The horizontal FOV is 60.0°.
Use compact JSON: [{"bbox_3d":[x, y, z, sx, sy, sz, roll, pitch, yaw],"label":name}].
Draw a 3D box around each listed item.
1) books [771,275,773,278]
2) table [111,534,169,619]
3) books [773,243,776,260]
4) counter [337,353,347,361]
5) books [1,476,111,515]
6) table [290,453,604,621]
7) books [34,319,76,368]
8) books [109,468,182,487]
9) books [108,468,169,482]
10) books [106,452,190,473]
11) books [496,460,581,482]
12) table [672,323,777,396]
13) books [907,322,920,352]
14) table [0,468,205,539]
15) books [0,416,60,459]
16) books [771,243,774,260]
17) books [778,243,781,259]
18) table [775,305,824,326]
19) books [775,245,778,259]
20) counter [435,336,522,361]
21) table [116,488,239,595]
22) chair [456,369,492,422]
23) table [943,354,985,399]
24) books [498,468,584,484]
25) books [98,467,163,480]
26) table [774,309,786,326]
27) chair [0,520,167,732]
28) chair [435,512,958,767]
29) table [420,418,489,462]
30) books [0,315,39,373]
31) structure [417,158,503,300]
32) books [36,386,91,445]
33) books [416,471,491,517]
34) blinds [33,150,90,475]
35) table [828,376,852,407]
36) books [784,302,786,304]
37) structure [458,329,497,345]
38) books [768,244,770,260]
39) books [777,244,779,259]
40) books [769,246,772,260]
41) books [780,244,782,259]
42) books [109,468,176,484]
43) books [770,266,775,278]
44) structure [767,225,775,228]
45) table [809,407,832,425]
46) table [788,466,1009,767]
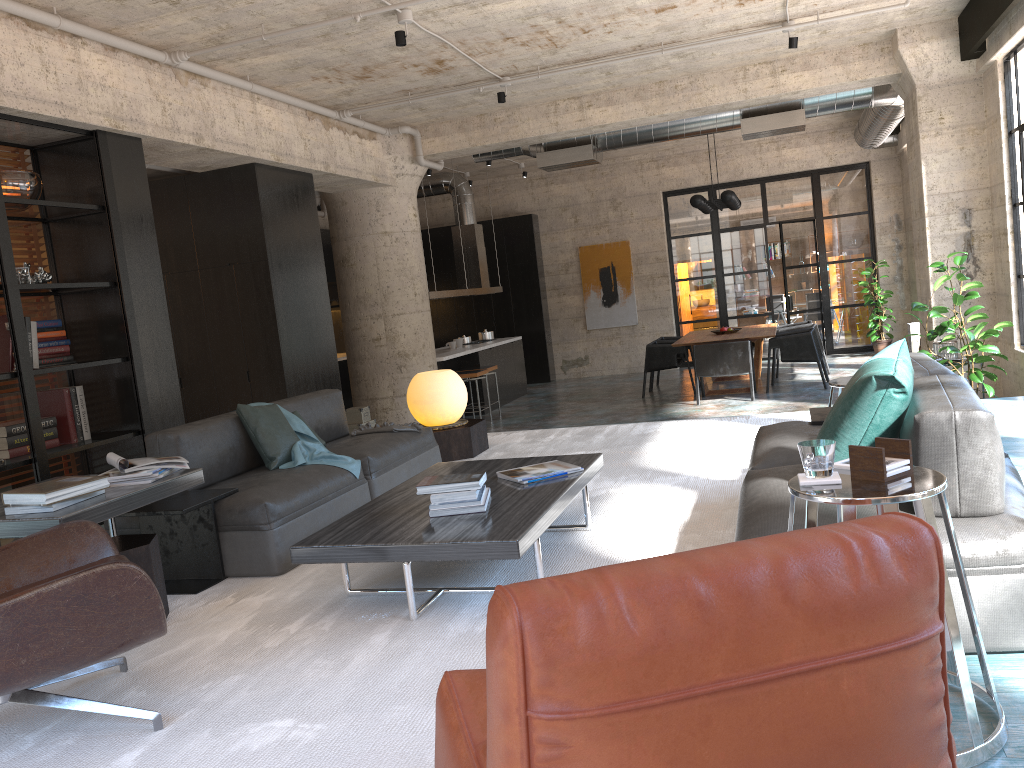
[{"bbox_3d":[6.101,-2.680,21.039,0.125,0.345,0.272,-5,6,18],"label":"books"},{"bbox_3d":[-1.583,0.814,3.568,0.316,0.340,0.365,-8,6,-12],"label":"table"},{"bbox_3d":[6.194,-3.130,20.941,0.036,0.379,0.244,-5,6,18],"label":"books"},{"bbox_3d":[-3.411,-0.243,13.990,1.000,0.142,4.360,-5,6,18],"label":"counter"},{"bbox_3d":[-1.717,0.415,3.355,0.278,0.075,0.320,-4,6,22],"label":"books"},{"bbox_3d":[-0.171,0.630,3.908,0.900,0.309,1.500,-5,6,18],"label":"table"},{"bbox_3d":[-3.137,-0.257,5.840,0.303,0.303,0.378,-5,6,19],"label":"books"},{"bbox_3d":[-1.574,0.392,3.752,0.252,0.011,0.318,-6,6,4],"label":"books"},{"bbox_3d":[-1.585,0.372,3.751,0.252,0.011,0.318,-7,6,-6],"label":"books"},{"bbox_3d":[-1.570,0.340,3.818,0.273,0.109,0.322,-10,7,-32],"label":"books"},{"bbox_3d":[0.121,0.401,4.110,0.318,0.011,0.252,-9,6,-23],"label":"books"},{"bbox_3d":[3.063,-0.339,12.421,1.299,0.756,2.410,-5,6,18],"label":"table"},{"bbox_3d":[4.978,-0.565,10.870,0.191,0.362,0.277,-5,6,18],"label":"books"},{"bbox_3d":[-1.802,0.727,3.612,0.800,0.570,0.800,-5,6,18],"label":"table"},{"bbox_3d":[-3.113,0.340,5.575,0.274,0.197,0.393,-5,6,18],"label":"books"},{"bbox_3d":[6.156,-3.126,20.943,0.036,0.379,0.244,-5,6,18],"label":"books"},{"bbox_3d":[6.306,-3.141,20.919,0.036,0.379,0.244,-5,6,18],"label":"books"},{"bbox_3d":[6.241,-1.353,19.159,1.800,0.721,0.800,-5,6,18],"label":"table"},{"bbox_3d":[6.237,-3.105,20.915,0.055,0.326,0.255,-5,6,18],"label":"books"},{"bbox_3d":[-0.827,-0.496,12.989,1.000,0.046,3.500,-5,6,18],"label":"counter"},{"bbox_3d":[-1.556,0.735,4.160,0.420,0.390,0.413,-5,6,18],"label":"table"},{"bbox_3d":[-0.555,0.194,11.582,0.450,0.698,0.450,-5,6,18],"label":"chair"},{"bbox_3d":[4.069,0.050,8.227,0.450,0.563,0.600,-5,6,18],"label":"table"},{"bbox_3d":[0.131,0.411,4.110,0.318,0.011,0.252,-10,6,-28],"label":"books"},{"bbox_3d":[-1.590,0.363,3.743,0.252,0.011,0.318,-7,6,-1],"label":"books"},{"bbox_3d":[5.891,-1.130,17.308,1.800,0.721,0.800,-5,6,18],"label":"table"},{"bbox_3d":[-1.599,0.610,2.589,0.975,0.940,0.820,-10,7,-32],"label":"chair"},{"bbox_3d":[0.260,0.586,1.631,0.801,0.759,0.920,-8,6,-12],"label":"chair"},{"bbox_3d":[-0.583,0.454,6.626,0.616,0.230,1.044,-5,6,18],"label":"table"},{"bbox_3d":[-3.125,-0.253,5.534,0.216,0.354,0.256,-5,6,18],"label":"books"},{"bbox_3d":[-0.981,-2.310,12.946,0.538,2.100,3.117,-5,6,18],"label":"structure"},{"bbox_3d":[-2.996,0.212,5.891,0.277,0.362,0.191,-5,6,13],"label":"books"},{"bbox_3d":[-0.242,0.446,3.664,0.279,0.116,0.322,-6,6,3],"label":"books"},{"bbox_3d":[-3.623,-0.004,4.932,0.136,3.160,2.915,-5,6,18],"label":"blinds"},{"bbox_3d":[1.987,0.206,4.856,0.620,0.472,0.620,-5,6,20],"label":"table"},{"bbox_3d":[6.320,-1.909,21.038,0.326,0.055,0.255,-5,6,13],"label":"books"},{"bbox_3d":[-0.600,-0.743,14.046,0.506,0.187,0.833,-5,6,18],"label":"structure"},{"bbox_3d":[6.068,-3.119,20.977,0.036,0.379,0.244,-5,6,18],"label":"books"},{"bbox_3d":[6.276,-3.124,20.916,0.021,0.355,0.272,-5,6,18],"label":"books"},{"bbox_3d":[6.120,-3.097,20.979,0.055,0.326,0.255,-5,6,18],"label":"books"},{"bbox_3d":[6.338,-3.142,20.895,0.036,0.379,0.244,-5,6,18],"label":"books"},{"bbox_3d":[-1.571,0.379,3.766,0.252,0.011,0.318,-7,6,-6],"label":"books"},{"bbox_3d":[6.144,-2.673,21.012,0.158,0.326,0.255,-5,6,18],"label":"books"},{"bbox_3d":[5.844,-3.793,21.128,0.812,0.218,0.200,-5,6,18],"label":"structure"},{"bbox_3d":[1.719,0.328,4.407,0.420,0.390,0.413,-5,6,18],"label":"table"},{"bbox_3d":[0.890,0.530,2.182,0.549,0.603,0.549,-7,6,-3],"label":"table"}]
